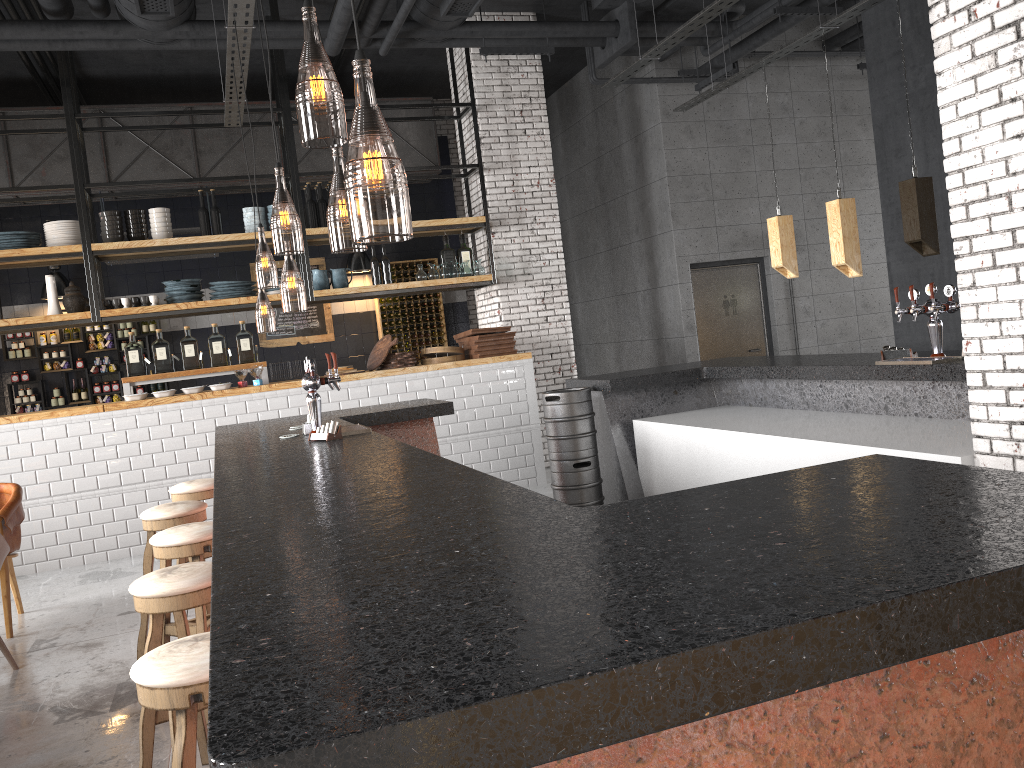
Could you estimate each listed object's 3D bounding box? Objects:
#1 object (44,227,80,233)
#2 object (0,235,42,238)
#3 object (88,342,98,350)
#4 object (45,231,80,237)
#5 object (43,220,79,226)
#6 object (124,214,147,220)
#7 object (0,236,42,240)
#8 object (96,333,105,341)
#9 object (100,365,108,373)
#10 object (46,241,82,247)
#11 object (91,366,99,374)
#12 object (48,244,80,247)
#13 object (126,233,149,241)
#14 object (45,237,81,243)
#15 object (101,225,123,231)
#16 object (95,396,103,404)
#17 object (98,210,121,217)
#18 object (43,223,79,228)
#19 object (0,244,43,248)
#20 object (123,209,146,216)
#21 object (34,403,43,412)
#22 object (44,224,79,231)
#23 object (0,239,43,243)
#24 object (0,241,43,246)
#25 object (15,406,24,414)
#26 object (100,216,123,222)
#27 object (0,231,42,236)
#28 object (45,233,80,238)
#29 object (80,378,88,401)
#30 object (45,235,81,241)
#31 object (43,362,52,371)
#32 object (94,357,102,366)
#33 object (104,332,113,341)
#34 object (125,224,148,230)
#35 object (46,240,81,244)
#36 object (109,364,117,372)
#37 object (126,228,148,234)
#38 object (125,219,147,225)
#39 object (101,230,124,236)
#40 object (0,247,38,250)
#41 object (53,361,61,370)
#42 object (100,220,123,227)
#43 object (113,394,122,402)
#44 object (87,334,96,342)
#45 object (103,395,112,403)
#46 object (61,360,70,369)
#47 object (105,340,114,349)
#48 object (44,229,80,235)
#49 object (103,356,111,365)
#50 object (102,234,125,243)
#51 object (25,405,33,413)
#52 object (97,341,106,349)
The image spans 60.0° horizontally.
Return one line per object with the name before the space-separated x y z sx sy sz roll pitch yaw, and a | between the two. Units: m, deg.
object | -4.106 -1.396 8.138 0.334 0.041 0.335 -4 4 41
object | -4.497 -1.307 8.004 0.455 0.050 0.453 -9 4 -43
object | -5.162 -0.470 10.920 0.106 0.108 0.089 -5 3 32
object | -4.102 -1.357 8.138 0.335 0.039 0.335 -7 3 -10
object | -4.113 -1.454 8.136 0.335 0.039 0.334 -10 4 -44
object | -3.534 -1.532 8.331 0.197 0.102 0.196 -8 3 -25
object | -4.495 -1.283 8.007 0.454 0.037 0.455 -5 3 26
object | -5.078 -0.583 10.948 0.106 0.108 0.089 -5 3 32
object | -5.048 -0.186 10.970 0.111 0.101 0.090 -5 3 38
object | -4.091 -1.265 8.142 0.335 0.045 0.334 -9 4 -37
object | -5.151 -0.177 10.924 0.085 0.111 0.119 -5 3 40
object | -4.088 -1.245 8.142 0.334 0.033 0.335 -6 3 20
object | -3.516 -1.356 8.341 0.196 0.104 0.197 -6 3 18
object | -4.095 -1.303 8.139 0.334 0.040 0.335 -5 4 36
object | -3.725 -1.417 8.270 0.196 0.102 0.197 -6 3 11
object | -5.091 0.197 10.937 0.092 0.112 0.100 -8 3 -32
object | -3.742 -1.550 8.266 0.196 0.105 0.197 -7 3 3
object | -4.111 -1.435 8.135 0.335 0.039 0.334 -9 4 -43
object | -4.487 -1.213 8.009 0.454 0.045 0.454 -9 4 -43
object | -3.541 -1.576 8.334 0.197 0.103 0.196 -9 4 -42
object | -5.738 0.289 10.736 0.111 0.101 0.090 -5 3 38
object | -4.109 -1.416 8.137 0.334 0.044 0.335 -4 4 42
object | -4.492 -1.259 8.007 0.454 0.038 0.454 -8 3 -17
object | -4.490 -1.236 8.007 0.453 0.042 0.454 -5 3 32
object | -5.933 0.310 10.658 0.085 0.111 0.119 -5 3 30
object | -3.729 -1.507 8.266 0.196 0.107 0.197 -6 3 10
object | -4.500 -1.330 8.005 0.454 0.039 0.454 -7 3 1
object | -4.099 -1.342 8.138 0.334 0.040 0.335 -5 3 26
object | -5.262 0.066 10.885 0.079 0.280 0.079 -5 2 40
object | -4.097 -1.323 8.140 0.334 0.039 0.335 -4 4 38
object | -5.633 -0.217 10.760 0.092 0.112 0.100 -8 3 -32
object | -5.113 -0.280 10.948 0.111 0.101 0.090 -5 3 38
object | -4.992 -0.595 10.978 0.092 0.108 0.105 -7 2 -7
object | -3.521 -1.445 8.333 0.196 0.107 0.197 -4 4 43
object | -4.092 -1.284 8.140 0.334 0.037 0.335 -4 4 38
object | -4.949 -0.205 10.992 0.092 0.112 0.100 -8 3 -32
object | -3.520 -1.400 8.338 0.196 0.101 0.196 -7 3 1
object | -3.529 -1.488 8.333 0.196 0.102 0.196 -7 3 -8
object | -3.721 -1.373 8.271 0.196 0.104 0.197 -5 3 36
object | -4.484 -1.189 8.009 0.454 0.033 0.454 -7 3 -10
object | -5.534 -0.228 10.794 0.106 0.108 0.089 -5 3 32
object | -3.729 -1.461 8.268 0.196 0.100 0.197 -5 3 37
object | -4.900 0.173 11.002 0.106 0.108 0.089 -5 3 32
object | -5.177 -0.572 10.914 0.092 0.112 0.100 -8 3 -32
object | -5.001 0.187 10.969 0.092 0.108 0.105 -7 2 -7
object | -5.448 -0.239 10.823 0.092 0.108 0.105 -7 2 -7
object | -4.980 -0.494 10.981 0.092 0.108 0.105 -7 2 -7
object | -4.104 -1.377 8.137 0.335 0.042 0.334 -9 4 -35
object | -5.020 -0.292 10.980 0.111 0.101 0.090 -5 3 38
object | -3.715 -1.329 8.273 0.196 0.102 0.196 -7 3 -6
object | -5.832 0.301 10.704 0.111 0.101 0.090 -5 3 33
object | -5.070 -0.484 10.950 0.092 0.112 0.100 -8 3 -32
